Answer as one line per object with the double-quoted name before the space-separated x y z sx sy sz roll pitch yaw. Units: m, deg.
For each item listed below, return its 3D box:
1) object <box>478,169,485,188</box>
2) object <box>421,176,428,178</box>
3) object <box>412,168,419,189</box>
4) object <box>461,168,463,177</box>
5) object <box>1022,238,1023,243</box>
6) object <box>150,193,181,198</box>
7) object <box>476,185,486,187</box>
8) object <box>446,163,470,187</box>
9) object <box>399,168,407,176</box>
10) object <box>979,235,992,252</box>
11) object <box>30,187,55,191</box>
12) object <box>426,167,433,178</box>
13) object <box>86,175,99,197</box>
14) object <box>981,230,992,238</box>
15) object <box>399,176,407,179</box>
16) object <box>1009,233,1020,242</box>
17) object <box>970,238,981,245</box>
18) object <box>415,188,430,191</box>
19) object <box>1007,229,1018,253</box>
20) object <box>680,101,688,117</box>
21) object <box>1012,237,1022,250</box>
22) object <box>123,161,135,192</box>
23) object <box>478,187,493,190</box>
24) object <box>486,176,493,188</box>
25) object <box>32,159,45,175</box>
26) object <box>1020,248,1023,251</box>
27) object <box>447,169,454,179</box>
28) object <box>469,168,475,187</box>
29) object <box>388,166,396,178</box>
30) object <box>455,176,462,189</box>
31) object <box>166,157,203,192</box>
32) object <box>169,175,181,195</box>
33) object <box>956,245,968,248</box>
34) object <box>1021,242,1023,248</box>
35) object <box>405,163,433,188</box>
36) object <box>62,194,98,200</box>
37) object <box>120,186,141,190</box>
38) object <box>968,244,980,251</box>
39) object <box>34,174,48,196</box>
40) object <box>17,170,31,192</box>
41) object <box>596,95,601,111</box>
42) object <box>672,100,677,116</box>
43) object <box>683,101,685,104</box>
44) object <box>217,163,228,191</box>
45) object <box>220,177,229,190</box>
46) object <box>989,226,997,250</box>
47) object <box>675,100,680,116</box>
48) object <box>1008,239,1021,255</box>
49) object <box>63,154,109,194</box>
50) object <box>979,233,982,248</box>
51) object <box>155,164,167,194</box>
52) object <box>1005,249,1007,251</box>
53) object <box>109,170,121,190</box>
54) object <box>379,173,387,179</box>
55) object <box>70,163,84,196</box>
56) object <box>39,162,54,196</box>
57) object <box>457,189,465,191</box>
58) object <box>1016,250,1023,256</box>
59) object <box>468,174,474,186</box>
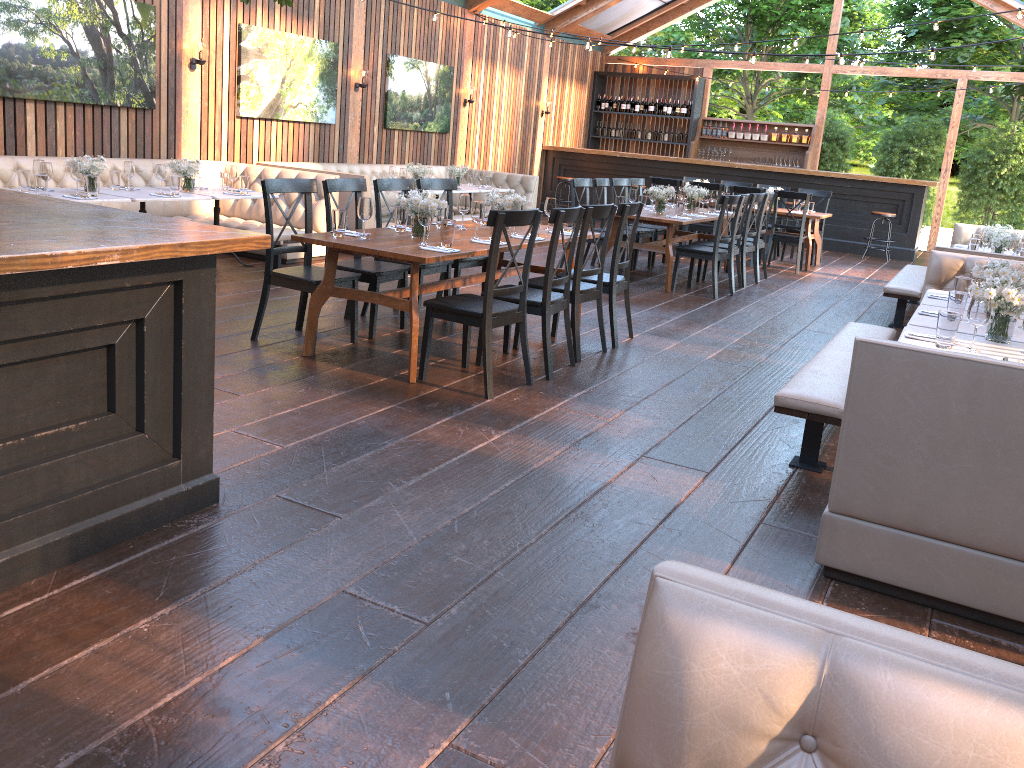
"object" -0.418 -2.790 12.024 0.092 0.241 0.093 0 13 -20
"object" -1.061 -2.427 10.688 0.092 0.156 0.093 8 13 13
"object" -1.165 -2.473 10.662 0.092 0.241 0.093 2 13 -15
"object" -0.706 -2.805 11.987 0.092 0.241 0.093 0 13 -20
"object" 5.279 -1.436 9.185 0.092 0.156 0.093 8 13 13
"object" -2.867 -1.556 7.276 0.256 0.018 0.159 13 18 27
"object" -0.416 -2.742 12.264 0.158 0.018 0.257 13 17 26
"object" -0.725 -2.763 11.713 0.329 0.305 0.341 6 14 2
"object" -1.291 -2.427 10.457 0.092 0.241 0.093 2 13 -15
"object" 4.151 -1.184 7.774 0.092 0.241 0.093 2 13 -15
"object" -3.667 -1.514 6.872 0.256 0.018 0.159 13 18 27
"object" -1.062 -2.654 11.335 0.092 0.241 0.093 0 13 -20
"object" -3.202 -1.511 6.754 0.092 0.156 0.093 8 13 13
"object" 4.530 -1.346 8.470 0.092 0.241 0.093 0 13 -20
"object" -1.279 -2.355 10.361 0.092 0.156 0.093 8 13 13
"object" 4.800 -1.321 8.465 0.092 0.241 0.093 0 13 -20
"object" 4.419 -1.310 8.462 0.092 0.156 0.093 8 13 13
"object" -1.100 -2.318 10.542 0.256 0.018 0.159 13 18 27
"object" 5.175 -1.482 9.159 0.092 0.241 0.093 0 13 -20
"object" 3.398 -5.426 17.443 0.137 0.311 0.137 14 15 33
"object" 4.427 -1.166 7.797 0.092 0.241 0.093 2 13 -15
"object" -3.202 -1.737 7.401 0.092 0.241 0.093 2 13 -15
"object" -0.352 -2.635 11.904 0.256 0.018 0.159 13 18 27
"object" -0.313 -2.744 12.050 0.092 0.156 0.093 8 13 13
"object" -3.581 -1.575 6.705 0.092 0.241 0.093 2 13 -15
"object" 4.531 -1.120 7.823 0.092 0.156 0.093 8 13 13
"object" -0.792 -2.628 11.330 0.092 0.241 0.093 0 13 -20
"object" -0.553 -2.842 12.164 0.092 0.241 0.093 0 13 -20
"object" -1.441 -2.491 10.639 0.092 0.241 0.093 2 13 -15
"object" -0.688 -2.582 11.356 0.092 0.156 0.093 8 13 13
"object" -2.858 -1.847 7.781 0.339 0.305 0.330 18 19 42
"object" -2.828 -1.665 7.422 0.092 0.156 0.093 8 13 13
"object" 4.801 -1.437 9.289 0.256 0.018 0.159 13 18 27
"object" 4.904 -1.275 8.491 0.092 0.156 0.093 8 13 13
"object" -1.158 -2.566 10.876 0.337 0.305 0.333 -7 18 -39
"object" -3.240 -1.402 6.608 0.256 0.018 0.159 13 18 27
"object" -3.287 -1.676 7.567 0.256 0.018 0.159 13 18 27
"object" 4.040 -1.148 7.766 0.092 0.156 0.093 8 13 13
"object" -3.420 -1.438 6.427 0.092 0.156 0.093 8 13 13
"object" -3.693 -1.539 6.697 0.092 0.156 0.093 8 13 13
"object" 1.802 -5.814 18.294 0.081 0.320 0.172 8 13 12
"object" 3.219 -5.464 17.525 0.077 0.305 0.078 6 12 5
"object" 3.397 -5.464 17.582 0.077 0.305 0.078 6 12 5
"object" -2.693 -1.925 8.230 0.092 0.241 0.093 2 13 -15
"object" -2.712 -1.915 8.345 0.092 0.156 0.093 -1 15 -26
"object" 5.039 -1.534 9.299 0.092 0.241 0.093 0 13 -20
"object" 3.277 -5.441 17.460 0.078 0.308 0.079 10 13 22
"object" 4.301 -1.119 7.593 0.092 0.241 0.093 2 13 -15
"object" -3.312 -1.652 6.946 0.339 0.305 0.331 16 18 38
"object" 5.020 -1.524 9.414 0.092 0.156 0.093 8 13 13
"object" -2.932 -1.711 7.396 0.092 0.241 0.093 2 13 -15
"object" 5.177 -1.435 9.400 0.158 0.018 0.257 13 17 26
"object" -3.314 -1.701 7.393 0.092 0.156 0.093 8 13 13
"object" -1.553 -2.455 10.631 0.092 0.156 0.093 8 13 13
"object" -3.306 -1.557 6.728 0.092 0.241 0.093 2 13 -15
"object" -3.431 -1.510 6.523 0.092 0.241 0.093 2 13 -15
"object" -0.727 -2.473 11.210 0.256 0.018 0.159 13 18 27
"object" 4.313 -1.047 7.496 0.092 0.156 0.093 8 13 13
"object" -0.572 -2.832 12.279 0.092 0.156 0.093 8 13 13
